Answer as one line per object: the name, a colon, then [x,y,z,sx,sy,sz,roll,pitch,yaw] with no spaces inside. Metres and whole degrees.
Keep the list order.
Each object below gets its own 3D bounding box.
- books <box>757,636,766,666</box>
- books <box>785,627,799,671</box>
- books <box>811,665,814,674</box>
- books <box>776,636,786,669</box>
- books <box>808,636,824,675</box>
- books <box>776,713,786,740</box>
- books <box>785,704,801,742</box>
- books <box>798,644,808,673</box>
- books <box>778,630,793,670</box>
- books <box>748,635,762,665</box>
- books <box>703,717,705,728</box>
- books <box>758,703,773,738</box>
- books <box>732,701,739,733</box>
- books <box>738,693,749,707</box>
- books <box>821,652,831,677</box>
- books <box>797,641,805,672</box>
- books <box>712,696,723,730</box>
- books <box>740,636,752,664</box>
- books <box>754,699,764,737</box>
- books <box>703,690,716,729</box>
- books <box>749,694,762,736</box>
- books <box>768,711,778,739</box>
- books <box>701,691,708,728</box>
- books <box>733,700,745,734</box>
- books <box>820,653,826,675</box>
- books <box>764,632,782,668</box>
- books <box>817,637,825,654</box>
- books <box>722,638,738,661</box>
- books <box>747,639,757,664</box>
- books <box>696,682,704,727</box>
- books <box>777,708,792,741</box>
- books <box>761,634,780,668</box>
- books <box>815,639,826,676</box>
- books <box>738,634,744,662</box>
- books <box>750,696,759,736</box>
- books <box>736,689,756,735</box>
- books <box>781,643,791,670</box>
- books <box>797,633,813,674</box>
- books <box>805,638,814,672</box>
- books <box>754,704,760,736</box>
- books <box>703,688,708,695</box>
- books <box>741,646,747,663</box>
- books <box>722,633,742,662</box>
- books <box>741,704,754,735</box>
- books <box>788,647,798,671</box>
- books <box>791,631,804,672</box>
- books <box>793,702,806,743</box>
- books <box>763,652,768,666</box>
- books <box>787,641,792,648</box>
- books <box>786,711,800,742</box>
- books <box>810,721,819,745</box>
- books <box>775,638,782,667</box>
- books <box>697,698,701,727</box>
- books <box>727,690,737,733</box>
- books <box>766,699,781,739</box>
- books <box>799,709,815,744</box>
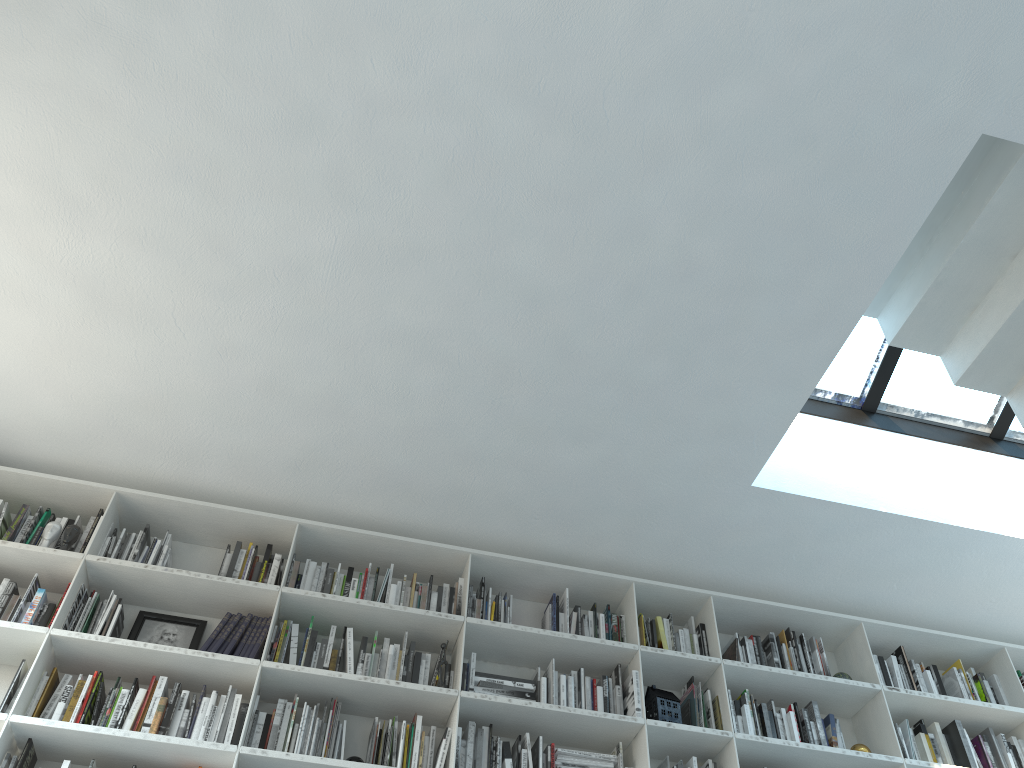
books: [1.245,1.442,4.526,0.021,0.255,0.170,11,-48,-8]
books: [1.420,1.446,4.573,0.007,0.327,0.184,11,-48,-8]
books: [1.513,1.483,4.582,0.019,0.297,0.138,11,-48,-8]
books: [1.360,1.461,4.558,0.007,0.283,0.160,11,-48,-8]
books: [1.545,1.482,4.578,0.013,0.295,0.189,11,-48,-8]
books: [1.265,1.711,4.250,0.025,0.215,0.145,11,-48,-8]
books: [1.339,1.702,4.271,0.012,0.263,0.157,11,-48,-8]
books: [1.472,1.488,4.557,0.024,0.251,0.150,11,-48,-8]
books: [1.388,1.447,4.563,0.006,0.310,0.180,11,-48,-8]
books: [1.221,1.436,4.521,0.030,0.254,0.162,11,-48,-8]
books: [0.875,1.628,4.187,0.013,0.209,0.140,11,-48,-8]
books: [1.191,1.675,4.237,0.027,0.240,0.161,11,-48,-8]
books: [1.042,1.657,4.225,0.012,0.238,0.139,11,-48,-8]
books: [1.106,1.650,4.245,0.011,0.281,0.174,11,-48,-8]
books: [1.582,1.517,4.550,0.014,0.207,0.189,11,-48,-8]
books: [1.457,1.478,4.563,0.008,0.273,0.164,11,-48,-8]
books: [0.941,1.622,4.181,0.008,0.212,0.225,11,-48,-8]
books: [1.166,1.423,4.494,0.013,0.228,0.175,11,-48,-8]
books: [1.167,1.676,4.262,0.012,0.275,0.134,11,-48,-8]
books: [0.912,1.604,4.190,0.013,0.247,0.187,11,-48,-8]
books: [1.153,1.661,4.263,0.021,0.294,0.139,11,-48,-8]
books: [1.226,1.705,4.251,0.028,0.222,0.143,11,-48,-8]
books: [0.887,1.607,4.198,0.005,0.253,0.159,11,-48,-8]
books: [1.062,1.655,4.225,0.026,0.241,0.149,11,-48,-8]
books: [1.564,1.519,4.556,0.018,0.213,0.158,11,-48,-8]
books: [1.325,1.446,4.551,0.024,0.290,0.168,11,-48,-8]
books: [1.593,1.488,4.588,0.006,0.304,0.164,11,-48,-8]
books: [1.098,1.416,4.474,0.046,0.205,0.184,11,-48,-8]
books: [1.192,1.440,4.506,0.028,0.224,0.164,11,-48,-8]
books: [0.868,1.585,4.201,0.021,0.286,0.180,11,-48,-8]
books: [1.291,1.701,4.253,0.023,0.235,0.150,11,-48,-8]
books: [1.305,1.436,4.519,0.028,0.256,0.186,11,-48,-8]
books: [1.556,1.485,4.568,0.008,0.277,0.181,11,-48,-8]
books: [1.131,1.421,4.504,0.011,0.242,0.173,11,-48,-8]
books: [1.132,1.655,4.239,0.010,0.267,0.167,11,-48,-8]
books: [1.120,1.640,4.252,0.014,0.305,0.153,11,-48,-8]
books: [1.376,1.468,4.528,0.018,0.229,0.161,11,-48,-8]
books: [1.491,1.467,4.573,0.008,0.305,0.183,11,-48,-8]
books: [1.522,1.490,4.603,0.008,0.319,0.134,11,-48,-8]
books: [1.139,1.674,4.234,0.012,0.234,0.166,11,-48,-8]
books: [0.928,1.619,4.232,0.005,0.290,0.131,11,-48,-8]
books: [1.151,1.446,4.484,0.009,0.182,0.161,11,-48,-8]
books: [1.123,1.413,4.497,0.009,0.242,0.174,11,-48,-8]
books: [1.091,1.659,4.204,0.026,0.206,0.182,11,-48,-8]
books: [1.401,1.475,4.513,0.018,0.199,0.189,11,-48,-8]
books: [1.434,1.447,4.552,0.015,0.297,0.184,11,-48,-8]
books: [1.366,1.710,4.291,0.012,0.283,0.160,11,-48,-8]
books: [1.265,1.482,4.518,0.031,0.189,0.133,11,-48,-8]
books: [1.411,1.472,4.543,0.008,0.249,0.171,11,-48,-8]
books: [1.315,1.704,4.236,0.021,0.208,0.182,11,-48,-8]
books: [1.417,1.745,4.251,0.027,0.180,0.177,11,-48,-8]
books: [1.342,1.458,4.563,0.017,0.293,0.139,11,-48,-8]
books: [0.852,1.623,4.188,0.024,0.216,0.170,11,-48,-8]
books: [1.024,1.627,4.229,0.012,0.283,0.160,11,-48,-8]
books: [1.247,1.686,4.273,0.013,0.282,0.155,11,-48,-8]
books: [1.391,1.717,4.265,0.030,0.236,0.187,11,-48,-8]
